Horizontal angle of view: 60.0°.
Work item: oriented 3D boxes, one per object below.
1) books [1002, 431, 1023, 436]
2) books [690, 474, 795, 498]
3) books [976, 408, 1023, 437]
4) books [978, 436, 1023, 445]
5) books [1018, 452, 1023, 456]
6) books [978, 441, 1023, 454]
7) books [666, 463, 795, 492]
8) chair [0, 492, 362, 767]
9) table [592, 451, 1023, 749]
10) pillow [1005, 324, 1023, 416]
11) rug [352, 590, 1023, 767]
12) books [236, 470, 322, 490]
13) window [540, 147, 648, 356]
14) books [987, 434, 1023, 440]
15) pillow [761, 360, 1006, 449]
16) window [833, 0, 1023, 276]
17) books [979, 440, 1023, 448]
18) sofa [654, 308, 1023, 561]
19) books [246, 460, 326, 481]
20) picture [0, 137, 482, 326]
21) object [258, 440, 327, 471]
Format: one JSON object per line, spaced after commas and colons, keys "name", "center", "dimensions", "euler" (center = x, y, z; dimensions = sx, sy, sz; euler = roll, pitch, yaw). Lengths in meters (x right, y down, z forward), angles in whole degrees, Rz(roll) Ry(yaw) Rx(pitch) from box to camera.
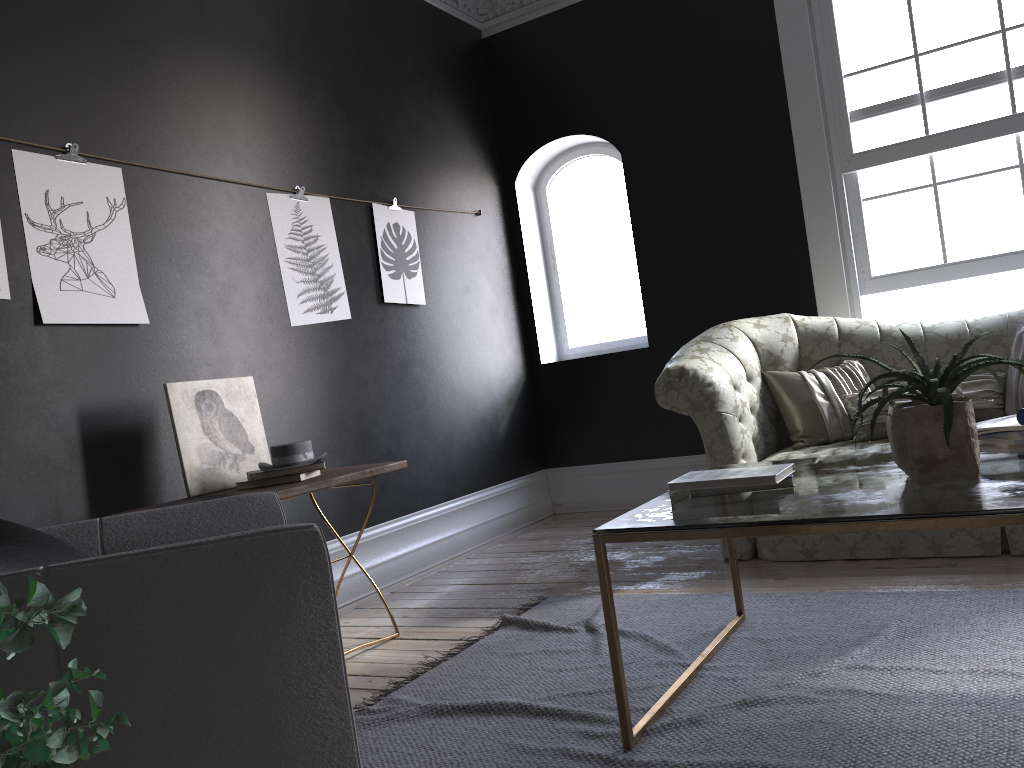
{"name": "books", "center": [1.475, 0.105, 2.395], "dimensions": [0.318, 0.011, 0.252], "euler": [-8, 0, 6]}
{"name": "books", "center": [0.658, 0.285, 2.559], "dimensions": [0.290, 0.030, 0.193], "euler": [-8, 0, 14]}
{"name": "books", "center": [1.400, 0.103, 2.427], "dimensions": [0.322, 0.109, 0.273], "euler": [-8, 0, -25]}
{"name": "books", "center": [1.459, 0.129, 2.415], "dimensions": [0.318, 0.011, 0.252], "euler": [-8, 0, 1]}
{"name": "books", "center": [1.497, 0.162, 2.394], "dimensions": [0.232, 0.023, 0.162], "euler": [-8, 0, 30]}
{"name": "books", "center": [1.435, 0.154, 2.423], "dimensions": [0.318, 0.011, 0.252], "euler": [-8, 0, -4]}
{"name": "books", "center": [0.619, 0.263, 2.504], "dimensions": [0.307, 0.024, 0.220], "euler": [-8, 0, 30]}
{"name": "chair", "center": [-0.695, 0.632, 1.529], "dimensions": [0.769, 0.863, 0.819], "euler": [-9, 0, -20]}
{"name": "table", "center": [1.129, 0.512, 2.340], "dimensions": [1.450, 0.558, 1.091], "euler": [-8, 0, 30]}
{"name": "pillow", "center": [2.672, -0.093, 3.875], "dimensions": [0.965, 0.461, 0.404], "euler": [-8, 0, 37]}
{"name": "rug", "center": [1.134, 0.780, 2.190], "dimensions": [3.649, 0.050, 2.103], "euler": [-8, 0, 30]}
{"name": "books", "center": [-0.909, 0.370, 3.465], "dimensions": [0.269, 0.029, 0.203], "euler": [-8, 0, 10]}
{"name": "window", "center": [0.628, -0.980, 6.469], "dimensions": [0.741, 1.457, 0.112], "euler": [-8, 1, 30]}
{"name": "books", "center": [1.469, 0.117, 2.400], "dimensions": [0.318, 0.011, 0.252], "euler": [-8, 0, 1]}
{"name": "pillow", "center": [1.805, 0.058, 4.354], "dimensions": [1.107, 0.416, 0.528], "euler": [-8, 0, 30]}
{"name": "window", "center": [2.512, -1.508, 4.882], "dimensions": [1.264, 1.672, 0.056], "euler": [-8, 1, 30]}
{"name": "books", "center": [1.475, 0.137, 2.409], "dimensions": [0.318, 0.011, 0.252], "euler": [-8, 0, 11]}
{"name": "sofa", "center": [2.266, 0.079, 4.176], "dimensions": [2.816, 1.161, 1.604], "euler": [-8, 0, 31]}
{"name": "books", "center": [-0.884, 0.337, 3.465], "dimensions": [0.289, 0.030, 0.193], "euler": [-8, 0, -19]}
{"name": "picture", "center": [-1.255, -0.648, 4.108], "dimensions": [0.058, 0.771, 4.451], "euler": [-8, 0, 30]}
{"name": "object", "center": [-0.858, 0.275, 3.463], "dimensions": [0.258, 0.087, 0.328], "euler": [-8, 0, -4]}
